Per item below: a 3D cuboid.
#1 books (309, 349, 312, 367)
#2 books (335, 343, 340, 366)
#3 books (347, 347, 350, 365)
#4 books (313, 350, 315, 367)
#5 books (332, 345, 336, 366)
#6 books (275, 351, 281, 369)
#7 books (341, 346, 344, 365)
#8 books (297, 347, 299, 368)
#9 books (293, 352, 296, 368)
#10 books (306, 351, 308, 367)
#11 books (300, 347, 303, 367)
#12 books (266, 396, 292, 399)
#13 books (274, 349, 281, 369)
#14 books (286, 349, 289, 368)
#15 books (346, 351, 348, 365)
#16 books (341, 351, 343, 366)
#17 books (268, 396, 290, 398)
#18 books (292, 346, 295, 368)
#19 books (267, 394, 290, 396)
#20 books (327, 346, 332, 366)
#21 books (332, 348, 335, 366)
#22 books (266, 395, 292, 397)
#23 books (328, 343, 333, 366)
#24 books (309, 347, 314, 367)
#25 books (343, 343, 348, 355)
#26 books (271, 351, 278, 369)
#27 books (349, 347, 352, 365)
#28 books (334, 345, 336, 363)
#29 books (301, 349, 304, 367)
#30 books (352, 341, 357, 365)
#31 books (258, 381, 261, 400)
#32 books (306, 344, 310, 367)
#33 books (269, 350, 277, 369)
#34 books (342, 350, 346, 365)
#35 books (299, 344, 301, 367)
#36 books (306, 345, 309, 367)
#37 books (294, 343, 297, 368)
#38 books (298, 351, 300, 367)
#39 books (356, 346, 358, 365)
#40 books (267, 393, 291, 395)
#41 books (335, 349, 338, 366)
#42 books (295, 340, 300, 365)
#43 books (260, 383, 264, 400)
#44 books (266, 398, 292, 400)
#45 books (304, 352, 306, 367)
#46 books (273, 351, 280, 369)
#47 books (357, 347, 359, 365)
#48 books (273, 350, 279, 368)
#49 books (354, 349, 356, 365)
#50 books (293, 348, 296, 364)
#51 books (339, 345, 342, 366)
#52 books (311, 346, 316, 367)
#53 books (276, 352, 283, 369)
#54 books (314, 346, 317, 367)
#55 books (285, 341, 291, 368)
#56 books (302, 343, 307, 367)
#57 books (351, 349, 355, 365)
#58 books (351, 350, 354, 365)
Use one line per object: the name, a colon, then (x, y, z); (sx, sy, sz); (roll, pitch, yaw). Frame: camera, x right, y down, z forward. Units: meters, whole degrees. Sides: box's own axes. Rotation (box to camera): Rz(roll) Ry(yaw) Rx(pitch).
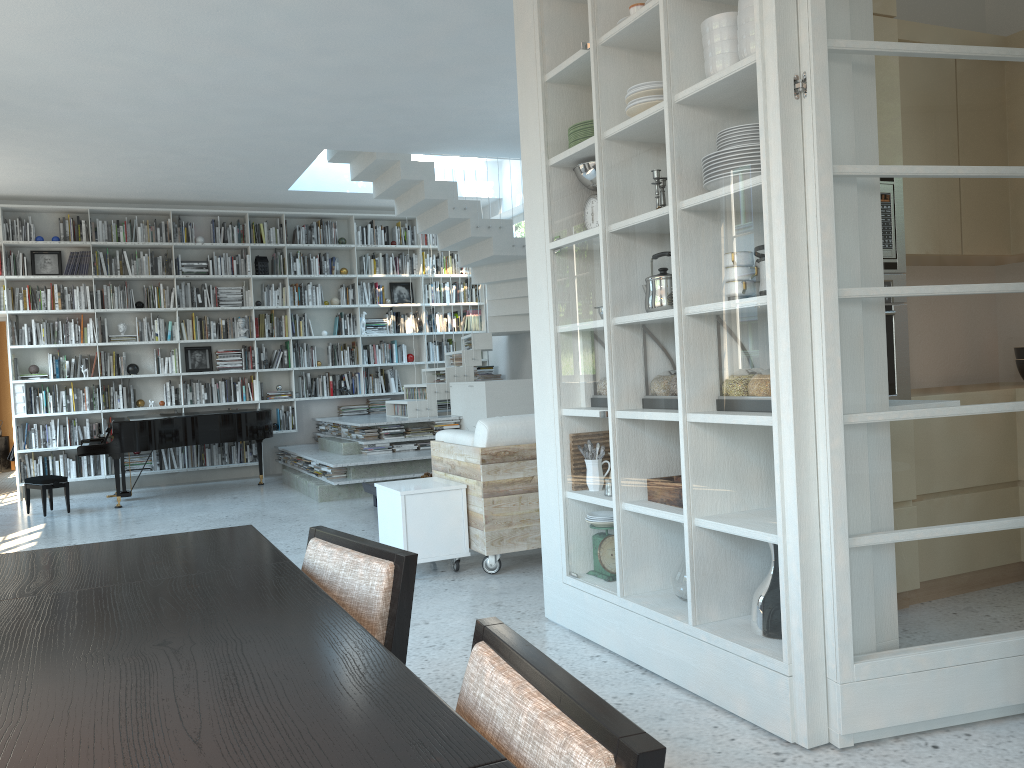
books: (-2.472, -0.316, 10.850); (0.008, 0.223, 0.133); (-4, 2, -25)
books: (-2.164, -0.366, 10.990); (0.007, 0.285, 0.159); (-4, 2, -25)
books: (-2.052, -0.345, 11.022); (0.018, 0.229, 0.181); (-4, 1, -25)
books: (-2.443, -0.310, 10.849); (0.014, 0.207, 0.180); (-4, 1, -25)
books: (-2.212, -0.352, 10.962); (0.015, 0.262, 0.149); (-4, 2, -25)
books: (-2.832, -0.288, 10.688); (0.090, 0.215, 0.139); (-4, 2, -25)
books: (-2.119, -0.348, 11.015); (0.030, 0.244, 0.135); (-4, 2, -25)
books: (-2.617, -0.336, 10.771); (0.006, 0.281, 0.155); (-4, 2, -25)
books: (-2.653, -0.288, 10.761); (0.015, 0.188, 0.168); (-4, 1, -25)
books: (-2.517, -0.303, 10.825); (0.013, 0.203, 0.167); (-4, 1, -25)
books: (-2.577, -0.322, 10.784); (0.013, 0.249, 0.165); (-4, 2, -25)
books: (-2.797, 0.165, 10.638); (0.285, 0.012, 0.159); (-3, 1, -20)
books: (-2.833, -0.301, 10.677); (0.094, 0.238, 0.149); (-4, 2, -25)
books: (-2.726, -0.302, 10.719); (0.021, 0.226, 0.148); (-4, 2, -25)
books: (-2.072, -0.320, 11.010); (0.019, 0.183, 0.190); (-4, 1, -25)
books: (-2.122, -0.317, 10.980); (0.018, 0.182, 0.182); (-4, 1, -25)
books: (-2.797, 0.153, 10.635); (0.254, 0.012, 0.161); (-3, 1, -19)
books: (-2.662, -0.326, 10.746); (0.010, 0.266, 0.158); (-4, 2, -25)
books: (-2.799, 0.128, 10.637); (0.254, 0.012, 0.161); (-3, 1, -20)
books: (-2.256, -0.344, 10.943); (0.019, 0.252, 0.130); (-4, 2, -25)
books: (-2.219, -0.328, 10.944); (0.015, 0.216, 0.177); (-4, 1, -25)
books: (-2.797, 0.140, 10.633); (0.285, 0.012, 0.159); (-3, 1, -22)
books: (-2.247, -0.364, 10.962); (0.016, 0.290, 0.131); (-4, 2, -25)
books: (-2.459, -0.324, 10.846); (0.015, 0.238, 0.176); (-4, 1, -25)
books: (-2.065, -0.366, 11.017); (0.006, 0.274, 0.173); (-4, 2, -24)
books: (-2.865, -0.283, 10.648); (0.089, 0.210, 0.175); (-4, 1, -25)
books: (-2.026, -0.347, 11.048); (0.021, 0.232, 0.155); (-4, 2, -25)
books: (-2.201, -0.351, 10.967); (0.008, 0.259, 0.158); (-4, 2, -24)
books: (-2.561, -0.312, 10.779); (0.011, 0.226, 0.188); (-4, 1, -25)
books: (-1.967, -0.383, 11.057); (0.007, 0.295, 0.162); (-4, 2, -24)
books: (-3.029, 0.081, 10.597); (0.027, 0.229, 0.141); (-4, 2, -25)
books: (-2.492, -0.346, 10.841); (0.006, 0.285, 0.159); (-4, 2, -25)
books: (-2.879, -0.291, 10.636); (0.095, 0.228, 0.190); (-4, 1, -25)
books: (-2.090, -0.325, 11.007); (0.015, 0.195, 0.175); (-4, 1, -25)
books: (-2.585, -0.339, 10.777); (0.005, 0.284, 0.159); (-4, 2, -24)
books: (-2.503, -0.336, 10.818); (0.012, 0.267, 0.183); (-4, 2, -25)
books: (-2.629, -0.343, 10.767); (0.018, 0.295, 0.177); (-4, 2, -25)
books: (-2.610, -0.298, 10.782); (0.013, 0.204, 0.154); (-4, 1, -25)
books: (-1.955, -0.354, 11.097); (0.007, 0.235, 0.131); (-4, 2, -25)
books: (-2.796, 0.116, 10.626); (0.254, 0.012, 0.161); (-3, 1, -25)
books: (-2.190, -0.326, 10.993); (0.031, 0.208, 0.122); (-4, 2, -25)
books: (-2.608, -0.367, 10.793); (0.007, 0.342, 0.149); (-4, 2, -25)
books: (-3.003, 0.089, 10.611); (0.030, 0.210, 0.136); (-4, 2, -25)
books: (-2.795, 0.177, 10.634); (0.285, 0.012, 0.159); (-3, 1, -22)
books: (-2.541, -0.293, 10.797); (0.013, 0.186, 0.183); (-4, 1, -25)
books: (-2.847, -0.285, 10.673); (0.090, 0.212, 0.143); (-4, 1, -25)
books: (-1.945, -0.348, 11.092); (0.009, 0.224, 0.146); (-4, 2, -25)
books: (-2.859, -0.292, 10.673); (0.095, 0.226, 0.144); (-4, 2, -25)
books: (-1.977, -0.336, 11.061); (0.013, 0.204, 0.158); (-4, 1, -25)
books: (-2.647, -0.314, 10.774); (0.011, 0.239, 0.136); (-4, 2, -25)
books: (-2.141, -0.350, 10.973); (0.018, 0.251, 0.184); (-4, 1, -25)
books: (-2.434, -0.337, 10.859); (0.014, 0.261, 0.142); (-4, 2, -25)
books: (-2.816, -0.283, 10.684); (0.091, 0.205, 0.169); (-4, 1, -25)
books: (-2.422, -0.333, 10.865); (0.013, 0.251, 0.172); (-4, 2, -25)
books: (-2.711, -0.352, 10.723); (0.014, 0.325, 0.182); (-4, 2, -25)
books: (-2.531, -0.349, 10.800); (0.014, 0.297, 0.175); (-4, 2, -25)
books: (-1.994, -0.336, 11.064); (0.016, 0.205, 0.141); (-4, 2, -25)
books: (-1.997, -0.323, 11.032); (0.016, 0.180, 0.189); (-4, 1, -25)
